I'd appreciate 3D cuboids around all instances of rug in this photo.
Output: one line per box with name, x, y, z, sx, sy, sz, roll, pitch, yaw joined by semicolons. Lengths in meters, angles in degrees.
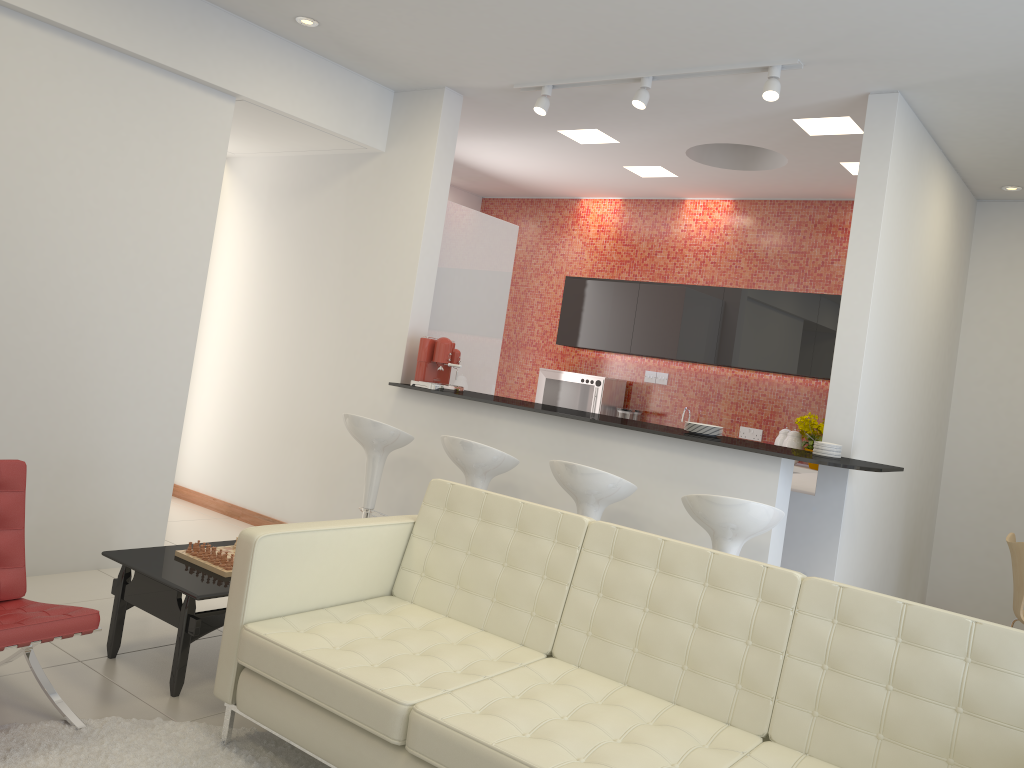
rug;-0.529;1.337;1.778;3.340;0.005;2.431;9;2;38

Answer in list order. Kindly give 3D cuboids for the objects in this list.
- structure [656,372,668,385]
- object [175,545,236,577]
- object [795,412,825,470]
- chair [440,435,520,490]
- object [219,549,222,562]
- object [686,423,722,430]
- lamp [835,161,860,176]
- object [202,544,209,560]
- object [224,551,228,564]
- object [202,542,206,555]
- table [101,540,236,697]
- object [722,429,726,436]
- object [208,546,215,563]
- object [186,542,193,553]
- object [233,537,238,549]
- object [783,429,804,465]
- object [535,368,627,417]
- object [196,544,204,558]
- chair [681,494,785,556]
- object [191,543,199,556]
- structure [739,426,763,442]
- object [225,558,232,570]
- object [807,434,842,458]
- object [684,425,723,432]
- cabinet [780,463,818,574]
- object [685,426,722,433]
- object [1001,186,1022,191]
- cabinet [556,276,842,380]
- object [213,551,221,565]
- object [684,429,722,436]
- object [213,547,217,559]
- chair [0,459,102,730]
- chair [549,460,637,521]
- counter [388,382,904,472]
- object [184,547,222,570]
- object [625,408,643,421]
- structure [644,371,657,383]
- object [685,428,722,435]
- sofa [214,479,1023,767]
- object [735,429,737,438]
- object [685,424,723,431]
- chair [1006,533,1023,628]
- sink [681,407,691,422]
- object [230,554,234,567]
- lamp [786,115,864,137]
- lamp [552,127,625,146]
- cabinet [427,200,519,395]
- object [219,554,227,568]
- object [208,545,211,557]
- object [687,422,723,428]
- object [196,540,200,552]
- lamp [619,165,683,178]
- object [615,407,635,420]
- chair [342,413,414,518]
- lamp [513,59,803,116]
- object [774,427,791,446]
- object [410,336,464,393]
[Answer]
structure;1.374;-0.050;8.107;0.114;0.105;0.008;8;-2;37
object;-1.194;0.760;3.827;0.361;0.021;0.358;9;2;37
object;2.434;0.444;6.835;0.524;0.450;0.500;8;0;39
chair;-0.233;0.804;4.865;0.462;1.023;0.458;10;-2;-42
object;-1.232;0.722;3.736;0.030;0.050;0.030;7;-2;44
object;1.063;0.239;4.910;0.210;0.015;0.210;8;1;-10
lamp;2.564;-1.553;6.316;0.410;0.034;0.406;9;2;37
object;-1.286;0.704;3.729;0.030;0.069;0.030;7;-2;44
object;-1.200;0.727;3.712;0.030;0.050;0.030;7;-2;44
object;-1.327;0.706;3.808;0.030;0.050;0.030;7;-2;44
table;-1.201;0.982;3.844;0.703;0.423;0.912;9;1;37
object;1.785;0.467;7.304;0.011;0.178;0.165;10;-2;-40
object;-1.254;0.712;3.705;0.030;0.064;0.030;7;-2;44
object;-1.383;0.701;3.800;0.030;0.044;0.030;7;-1;44
object;-1.241;0.715;3.992;0.030;0.050;0.030;7;-2;44
object;2.218;0.497;6.987;0.159;0.284;0.159;8;-1;-2
object;0.624;0.139;8.287;0.725;0.471;0.433;9;0;37
object;-1.318;0.706;3.752;0.030;0.055;0.030;7;-2;44
chair;0.933;0.996;3.990;0.458;1.023;0.462;8;-2;23
object;-1.350;0.702;3.776;0.030;0.052;0.030;7;-2;44
structure;2.035;0.426;7.549;0.199;0.099;0.016;9;-1;37
object;-1.160;0.738;3.632;0.030;0.044;0.030;7;-1;44
object;1.624;0.320;4.599;0.174;0.098;0.139;9;0;29
object;1.061;0.253;4.909;0.210;0.015;0.210;8;1;-10
cabinet;0.968;0.958;6.728;3.348;0.986;2.483;9;1;37
object;1.060;0.260;4.909;0.210;0.015;0.210;8;1;-10
object;3.544;-1.386;6.278;0.129;0.010;0.129;8;1;-8
cabinet;1.854;-0.480;7.605;3.255;0.661;0.350;9;-1;37
object;-1.223;0.722;3.680;0.030;0.055;0.030;7;-2;44
object;1.058;0.274;4.908;0.210;0.015;0.210;8;1;-10
object;-1.263;0.717;3.760;0.030;0.050;0.030;7;-2;44
chair;-1.865;0.706;2.910;0.709;0.818;0.697;8;-1;32
chair;0.349;0.900;4.427;0.462;1.023;0.458;10;-2;-42
counter;0.601;0.217;5.101;2.976;0.019;0.732;9;2;37
object;-1.192;0.750;3.827;0.348;0.001;0.348;9;2;37
object;1.107;0.340;8.134;0.171;0.216;0.172;9;-1;-35
structure;1.278;-0.065;8.176;0.114;0.105;0.012;8;-2;37
object;1.059;0.267;4.909;0.210;0.015;0.210;8;1;-10
sofa;0.307;0.973;2.679;2.574;0.924;0.996;9;0;37
object;1.847;0.475;7.315;0.009;0.196;0.139;8;-1;6
object;1.062;0.246;4.909;0.210;0.015;0.210;8;1;-10
chair;2.956;1.337;4.863;0.517;0.908;0.519;8;-1;21
sink;1.462;0.464;7.671;0.811;0.538;0.414;9;-1;37
object;-1.168;0.732;3.688;0.030;0.050;0.030;7;-2;44
lamp;1.978;-1.622;5.519;0.410;0.034;0.406;9;2;37
lamp;0.572;-1.853;6.578;0.410;0.034;0.406;9;2;37
cabinet;-1.089;-0.129;6.950;1.643;2.528;1.052;8;-2;37
object;-1.191;0.728;3.656;0.030;0.052;0.030;7;-2;44
object;-1.295;0.712;3.784;0.030;0.050;0.030;7;-2;44
object;1.064;0.232;4.910;0.210;0.015;0.210;8;1;-10
object;-1.359;0.701;3.832;0.030;0.050;0.030;7;-2;44
lamp;1.159;-1.784;7.375;0.410;0.034;0.406;9;2;37
object;1.002;0.330;7.924;0.171;0.216;0.172;9;-1;-35
chair;-0.863;0.700;5.340;0.462;1.023;0.458;10;-2;-42
lamp;0.739;-1.679;5.083;1.829;0.200;0.112;9;0;37
object;2.211;0.492;7.177;0.159;0.284;0.159;8;-1;-2
object;-0.406;-0.125;5.672;0.322;0.337;0.319;8;-1;37
